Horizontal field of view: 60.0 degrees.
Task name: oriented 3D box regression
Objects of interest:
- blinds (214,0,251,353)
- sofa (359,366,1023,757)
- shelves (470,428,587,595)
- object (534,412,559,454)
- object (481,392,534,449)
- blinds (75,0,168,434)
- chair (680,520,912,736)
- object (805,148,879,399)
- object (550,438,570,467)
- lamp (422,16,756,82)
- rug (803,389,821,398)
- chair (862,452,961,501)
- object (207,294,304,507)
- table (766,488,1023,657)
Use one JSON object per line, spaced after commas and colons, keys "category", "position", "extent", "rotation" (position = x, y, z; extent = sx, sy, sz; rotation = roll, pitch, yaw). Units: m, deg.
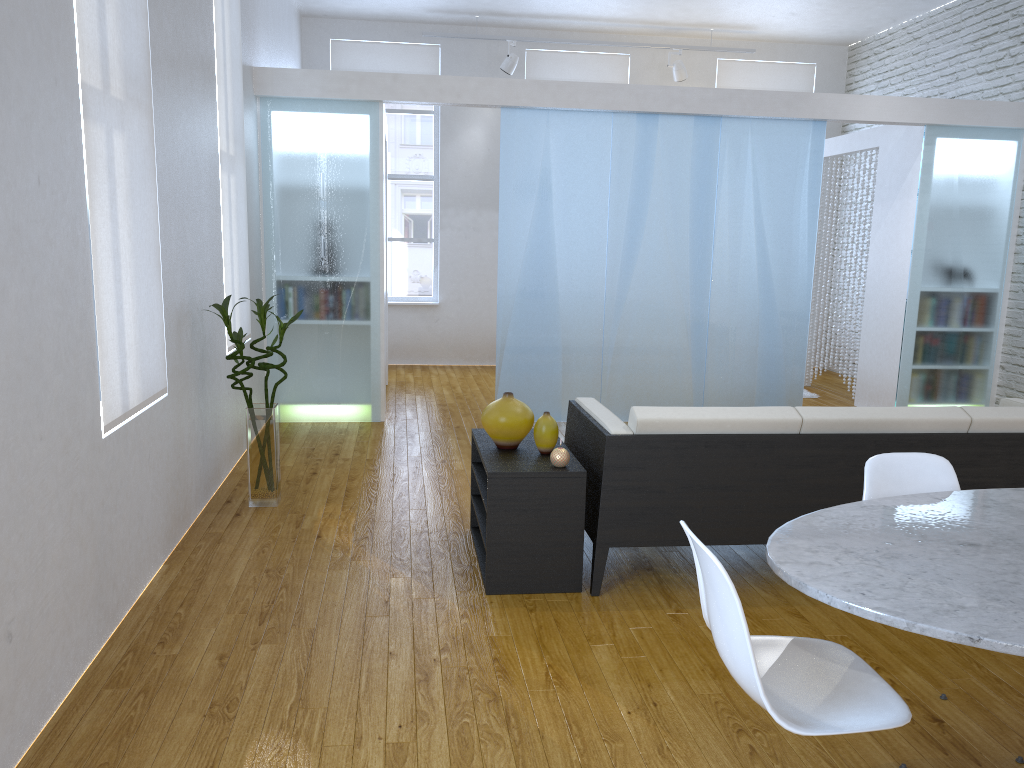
{"category": "blinds", "position": [-1.517, -1.264, 4.811], "extent": [0.007, 2.124, 0.757], "rotation": [0, 11, -7]}
{"category": "sofa", "position": [1.239, 0.263, 4.314], "extent": [5.337, 0.683, 9.670], "rotation": [0, 9, -7]}
{"category": "shelves", "position": [0.040, 0.471, 3.494], "extent": [0.349, 0.454, 0.726], "rotation": [0, 10, -7]}
{"category": "object", "position": [0.129, 0.185, 3.354], "extent": [0.095, 0.161, 0.095], "rotation": [8, 13, 33]}
{"category": "object", "position": [-0.016, 0.140, 3.434], "extent": [0.206, 0.216, 0.206], "rotation": [8, 12, 34]}
{"category": "blinds", "position": [-1.273, -0.948, 2.878], "extent": [0.007, 2.123, 0.757], "rotation": [0, 11, -7]}
{"category": "chair", "position": [0.546, 0.461, 1.759], "extent": [0.419, 0.354, 0.403], "rotation": [0, 10, -5]}
{"category": "object", "position": [2.776, -0.910, 7.463], "extent": [0.051, 2.027, 0.917], "rotation": [0, 11, -7]}
{"category": "object", "position": [0.173, 0.243, 3.173], "extent": [0.071, 0.104, 0.071], "rotation": [5, 11, 19]}
{"category": "lamp", "position": [0.738, -3.076, 8.197], "extent": [3.118, 0.489, 0.196], "rotation": [0, 11, -9]}
{"category": "rug", "position": [2.039, 0.038, 7.763], "extent": [1.095, 0.047, 0.752], "rotation": [0, 9, -7]}
{"category": "chair", "position": [1.096, 0.394, 2.254], "extent": [0.405, 0.354, 0.417], "rotation": [0, 10, -8]}
{"category": "object", "position": [-1.205, 0.085, 4.056], "extent": [0.379, 0.986, 0.482], "rotation": [-6, 13, -34]}
{"category": "table", "position": [1.466, 0.671, 1.922], "extent": [1.910, 0.626, 1.065], "rotation": [0, 10, -8]}
